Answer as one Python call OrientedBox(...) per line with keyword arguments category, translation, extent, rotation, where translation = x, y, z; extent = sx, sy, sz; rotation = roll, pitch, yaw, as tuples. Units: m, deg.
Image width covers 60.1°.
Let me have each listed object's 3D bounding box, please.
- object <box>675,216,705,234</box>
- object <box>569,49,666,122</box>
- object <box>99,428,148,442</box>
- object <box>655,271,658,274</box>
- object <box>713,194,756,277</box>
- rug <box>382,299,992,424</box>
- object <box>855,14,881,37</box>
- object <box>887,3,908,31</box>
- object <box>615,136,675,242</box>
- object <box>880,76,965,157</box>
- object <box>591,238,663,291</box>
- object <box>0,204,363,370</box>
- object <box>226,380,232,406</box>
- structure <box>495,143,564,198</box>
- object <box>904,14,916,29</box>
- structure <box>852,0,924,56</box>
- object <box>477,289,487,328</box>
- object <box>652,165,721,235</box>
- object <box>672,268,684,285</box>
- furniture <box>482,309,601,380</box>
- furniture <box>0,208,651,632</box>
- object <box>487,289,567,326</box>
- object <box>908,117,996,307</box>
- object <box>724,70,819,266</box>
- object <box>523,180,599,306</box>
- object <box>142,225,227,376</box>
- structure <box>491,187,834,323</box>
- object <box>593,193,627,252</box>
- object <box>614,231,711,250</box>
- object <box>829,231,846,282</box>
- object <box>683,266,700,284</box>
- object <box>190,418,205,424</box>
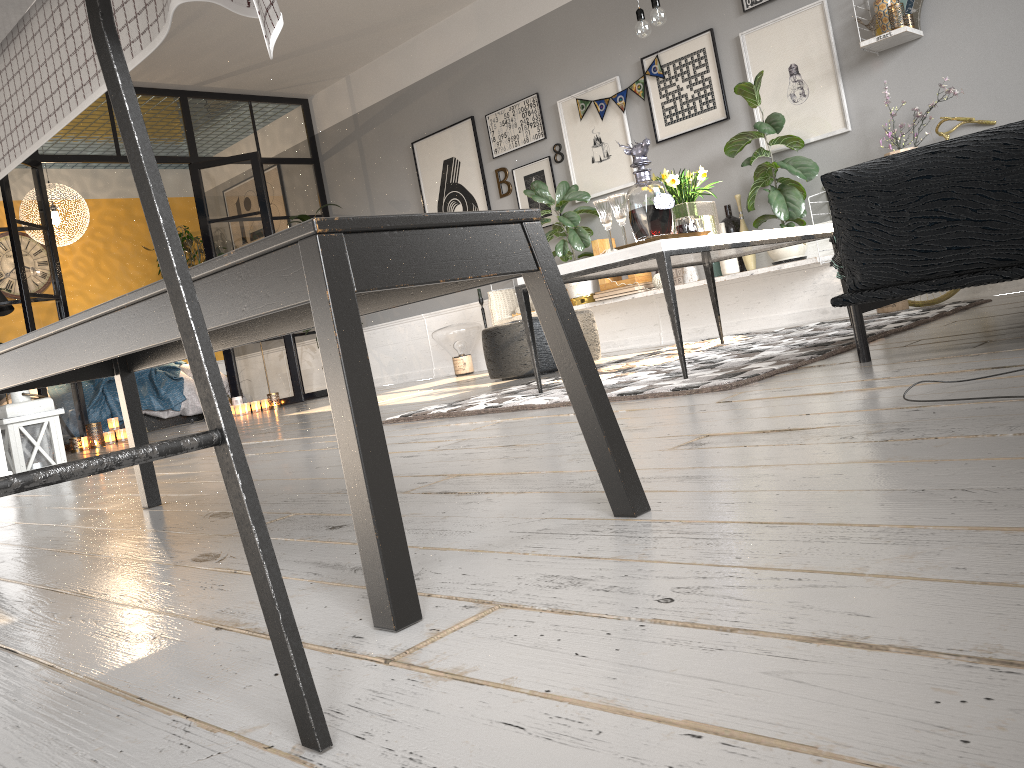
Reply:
OrientedBox(category="object", translation=(0.603, -0.583, 3.465), extent=(0.278, 0.087, 0.247), rotation=(-9, 3, 22))
OrientedBox(category="object", translation=(0.752, -2.090, 6.356), extent=(0.909, 0.339, 0.058), rotation=(-8, 2, 44))
OrientedBox(category="object", translation=(-3.136, 0.407, 7.099), extent=(0.713, 0.118, 0.193), rotation=(-8, 3, 33))
OrientedBox(category="object", translation=(1.032, -0.901, 6.285), extent=(0.220, 0.463, 0.019), rotation=(-10, 0, 45))
OrientedBox(category="object", translation=(1.387, -0.950, 5.727), extent=(0.285, 0.488, 0.332), rotation=(-11, 1, 5))
OrientedBox(category="rug", translation=(0.895, -0.130, 4.106), extent=(1.760, 0.034, 2.544), rotation=(-7, 5, 45))
OrientedBox(category="object", translation=(1.986, -1.989, 4.915), extent=(0.060, 0.166, 0.197), rotation=(-11, 2, -11))
OrientedBox(category="object", translation=(2.101, -1.994, 4.822), extent=(0.085, 0.140, 0.086), rotation=(-10, 1, 37))
OrientedBox(category="object", translation=(0.498, -0.726, 3.286), extent=(0.149, 0.417, 0.155), rotation=(-11, 0, -26))
OrientedBox(category="object", translation=(2.192, -1.379, 4.805), extent=(0.255, 0.641, 0.486), rotation=(-11, 1, -28))
OrientedBox(category="object", translation=(0.859, -0.854, 6.254), extent=(0.542, 0.440, 0.240), rotation=(-9, 2, 45))
OrientedBox(category="object", translation=(-2.740, -0.532, 7.197), extent=(1.005, 1.794, 3.923), rotation=(-10, 2, 44))
OrientedBox(category="object", translation=(-2.629, 0.038, 8.190), extent=(0.438, 0.522, 0.278), rotation=(-11, 0, -5))
OrientedBox(category="structure", translation=(0.143, -1.697, 7.053), extent=(0.735, 0.263, 0.024), rotation=(-8, 2, 45))
OrientedBox(category="object", translation=(2.177, -1.982, 4.861), extent=(0.062, 0.081, 0.063), rotation=(-10, 1, 20))
OrientedBox(category="structure", translation=(2.700, -2.098, 4.313), extent=(2.010, 0.955, 0.268), rotation=(-8, 2, 45))
OrientedBox(category="object", translation=(-0.142, -0.477, 7.385), extent=(0.278, 0.701, 0.092), rotation=(-11, 0, 37))
OrientedBox(category="object", translation=(0.741, -0.768, 3.819), extent=(0.354, 0.351, 0.323), rotation=(-12, 2, -43))
OrientedBox(category="object", translation=(1.160, -0.771, 6.132), extent=(0.079, 0.173, 0.263), rotation=(-11, 2, -40))
OrientedBox(category="furniture", translation=(0.184, -0.254, 5.602), extent=(0.731, 0.357, 0.740), rotation=(-9, 3, 32))
OrientedBox(category="furniture", translation=(-0.590, 0.071, 1.675), extent=(1.660, 0.455, 0.469), rotation=(-8, 3, 45))
OrientedBox(category="object", translation=(0.186, -0.646, 6.949), extent=(0.331, 0.306, 0.780), rotation=(-12, 3, -45))
OrientedBox(category="object", translation=(2.578, -0.948, 4.536), extent=(1.617, 0.970, 0.429), rotation=(-9, 1, 36))
OrientedBox(category="object", translation=(1.601, -1.308, 5.411), extent=(0.416, 1.150, 0.566), rotation=(-11, 0, -6))
OrientedBox(category="object", translation=(0.434, -1.062, 6.545), extent=(0.507, 0.964, 0.549), rotation=(-10, 0, 30))
OrientedBox(category="object", translation=(-3.596, -0.766, 10.213), extent=(1.242, 2.205, 1.352), rotation=(-10, 1, 31))
OrientedBox(category="structure", translation=(0.897, -0.833, 6.262), extent=(2.760, 0.486, 0.310), rotation=(-7, 3, 45))
OrientedBox(category="object", translation=(0.404, -0.620, 3.469), extent=(0.083, 0.227, 0.167), rotation=(-11, 1, -34))
OrientedBox(category="object", translation=(0.570, -0.538, 3.338), extent=(0.245, 0.015, 0.320), rotation=(-7, 5, 44))
OrientedBox(category="object", translation=(1.403, -0.515, 2.956), extent=(0.487, 0.329, 0.671), rotation=(-9, 3, 40))
OrientedBox(category="object", translation=(1.177, -0.921, 5.957), extent=(0.154, 0.483, 0.137), rotation=(-11, 0, 44))
OrientedBox(category="object", translation=(-2.770, 0.316, 8.001), extent=(0.325, 0.053, 0.088), rotation=(-10, 2, 8))
